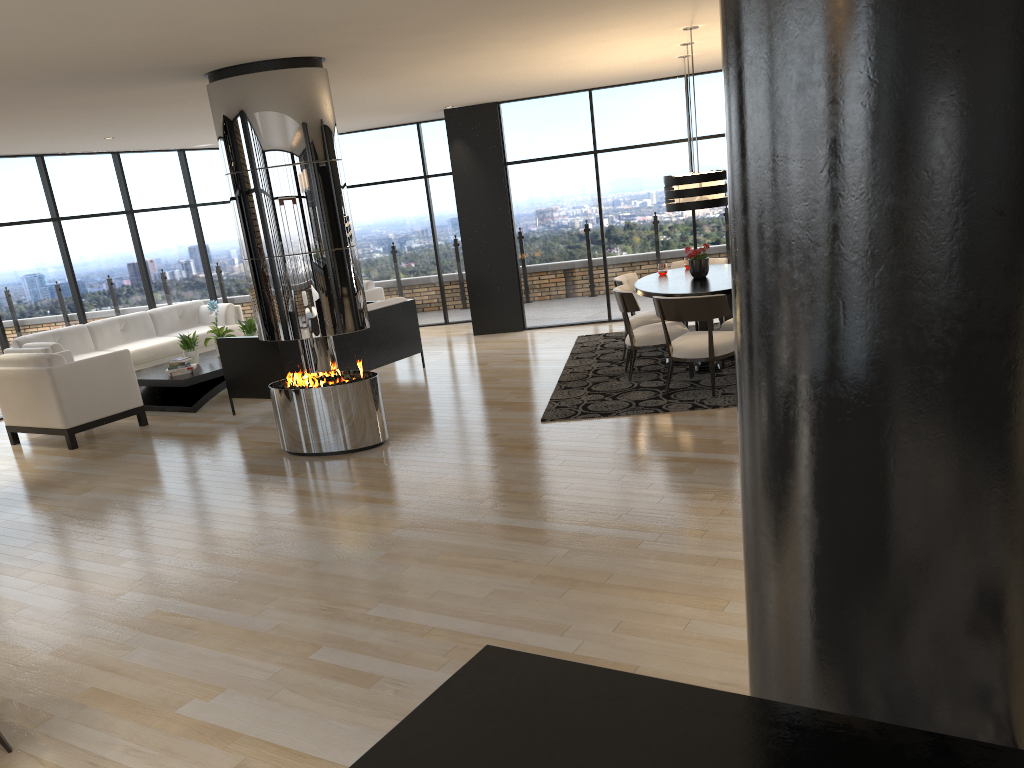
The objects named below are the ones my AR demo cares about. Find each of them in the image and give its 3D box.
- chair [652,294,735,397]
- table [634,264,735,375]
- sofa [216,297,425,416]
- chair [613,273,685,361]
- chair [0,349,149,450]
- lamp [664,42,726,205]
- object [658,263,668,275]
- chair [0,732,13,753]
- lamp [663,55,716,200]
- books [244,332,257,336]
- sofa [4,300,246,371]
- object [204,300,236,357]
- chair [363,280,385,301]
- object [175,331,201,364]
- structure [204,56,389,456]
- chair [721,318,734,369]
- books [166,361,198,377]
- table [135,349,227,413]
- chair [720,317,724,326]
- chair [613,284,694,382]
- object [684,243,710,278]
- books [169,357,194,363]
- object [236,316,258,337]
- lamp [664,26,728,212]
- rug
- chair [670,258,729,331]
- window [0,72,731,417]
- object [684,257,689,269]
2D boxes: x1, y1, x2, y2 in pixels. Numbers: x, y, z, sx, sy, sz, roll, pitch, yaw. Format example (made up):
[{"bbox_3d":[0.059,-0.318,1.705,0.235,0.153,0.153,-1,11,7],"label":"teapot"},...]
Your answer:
[{"bbox_3d":[1.515,-0.340,7.074,0.640,0.826,0.603,5,20,38],"label":"chair"},{"bbox_3d":[1.768,-0.601,8.188,1.210,0.788,2.053,-4,13,12],"label":"table"},{"bbox_3d":[-1.872,-0.330,8.951,0.836,0.823,1.987,2,16,32],"label":"sofa"},{"bbox_3d":[1.335,-0.662,8.624,0.616,0.826,0.626,-1,16,20],"label":"chair"},{"bbox_3d":[-4.181,0.067,8.345,0.999,0.877,0.835,2,17,32],"label":"chair"},{"bbox_3d":[1.573,-2.265,7.729,0.536,1.362,0.521,-4,17,9],"label":"lamp"},{"bbox_3d":[1.467,-1.117,8.600,0.095,0.109,0.093,-1,16,21],"label":"object"},{"bbox_3d":[-2.274,1.090,3.099,0.803,0.692,0.669,2,17,32],"label":"chair"},{"bbox_3d":[1.713,-2.470,8.569,0.536,1.362,0.521,-4,17,9],"label":"lamp"},{"bbox_3d":[-3.101,-0.541,10.531,0.223,0.129,0.300,-7,13,1],"label":"books"},{"bbox_3d":[-4.459,-0.387,10.547,0.853,0.876,2.636,2,16,32],"label":"sofa"},{"bbox_3d":[-3.228,-0.617,9.754,0.350,0.647,0.366,-19,20,-36],"label":"object"},{"bbox_3d":[-2.249,-0.840,11.334,0.999,0.877,0.835,2,17,32],"label":"chair"},{"bbox_3d":[-3.458,-0.386,9.471,0.284,0.379,0.209,-8,16,-3],"label":"object"},{"bbox_3d":[-1.547,-0.851,6.509,0.893,2.811,0.571,-1,18,20],"label":"structure"},{"bbox_3d":[2.210,-0.561,7.673,0.613,0.826,0.629,5,19,37],"label":"chair"},{"bbox_3d":[-3.379,-0.170,9.024,0.306,0.129,0.219,-11,14,-18],"label":"books"},{"bbox_3d":[-3.213,-0.122,9.844,1.262,0.360,1.988,1,15,32],"label":"table"},{"bbox_3d":[2.370,-0.745,8.413,0.615,0.826,0.627,-8,15,-4],"label":"chair"},{"bbox_3d":[1.235,-0.468,7.809,0.616,0.826,0.626,-6,15,3],"label":"chair"},{"bbox_3d":[1.690,-1.120,8.037,0.229,0.306,0.231,-4,16,12],"label":"object"},{"bbox_3d":[-3.371,-0.246,9.003,0.185,0.027,0.151,-2,14,23],"label":"books"},{"bbox_3d":[-3.012,-0.590,10.138,0.284,0.379,0.209,-4,16,11],"label":"object"},{"bbox_3d":[1.433,-2.061,6.888,0.536,1.362,0.521,-4,17,9],"label":"lamp"},{"bbox_3d":[1.837,-0.247,8.358,2.720,0.011,3.629,-5,13,10],"label":"rug"},{"bbox_3d":[1.910,-0.858,9.180,0.641,0.826,0.602,2,18,30],"label":"chair"},{"bbox_3d":[-2.519,-1.390,4.598,10.134,4.906,15.499,-2,14,19],"label":"window"},{"bbox_3d":[1.779,-1.218,8.875,0.094,0.109,0.094,-13,16,-22],"label":"object"}]
